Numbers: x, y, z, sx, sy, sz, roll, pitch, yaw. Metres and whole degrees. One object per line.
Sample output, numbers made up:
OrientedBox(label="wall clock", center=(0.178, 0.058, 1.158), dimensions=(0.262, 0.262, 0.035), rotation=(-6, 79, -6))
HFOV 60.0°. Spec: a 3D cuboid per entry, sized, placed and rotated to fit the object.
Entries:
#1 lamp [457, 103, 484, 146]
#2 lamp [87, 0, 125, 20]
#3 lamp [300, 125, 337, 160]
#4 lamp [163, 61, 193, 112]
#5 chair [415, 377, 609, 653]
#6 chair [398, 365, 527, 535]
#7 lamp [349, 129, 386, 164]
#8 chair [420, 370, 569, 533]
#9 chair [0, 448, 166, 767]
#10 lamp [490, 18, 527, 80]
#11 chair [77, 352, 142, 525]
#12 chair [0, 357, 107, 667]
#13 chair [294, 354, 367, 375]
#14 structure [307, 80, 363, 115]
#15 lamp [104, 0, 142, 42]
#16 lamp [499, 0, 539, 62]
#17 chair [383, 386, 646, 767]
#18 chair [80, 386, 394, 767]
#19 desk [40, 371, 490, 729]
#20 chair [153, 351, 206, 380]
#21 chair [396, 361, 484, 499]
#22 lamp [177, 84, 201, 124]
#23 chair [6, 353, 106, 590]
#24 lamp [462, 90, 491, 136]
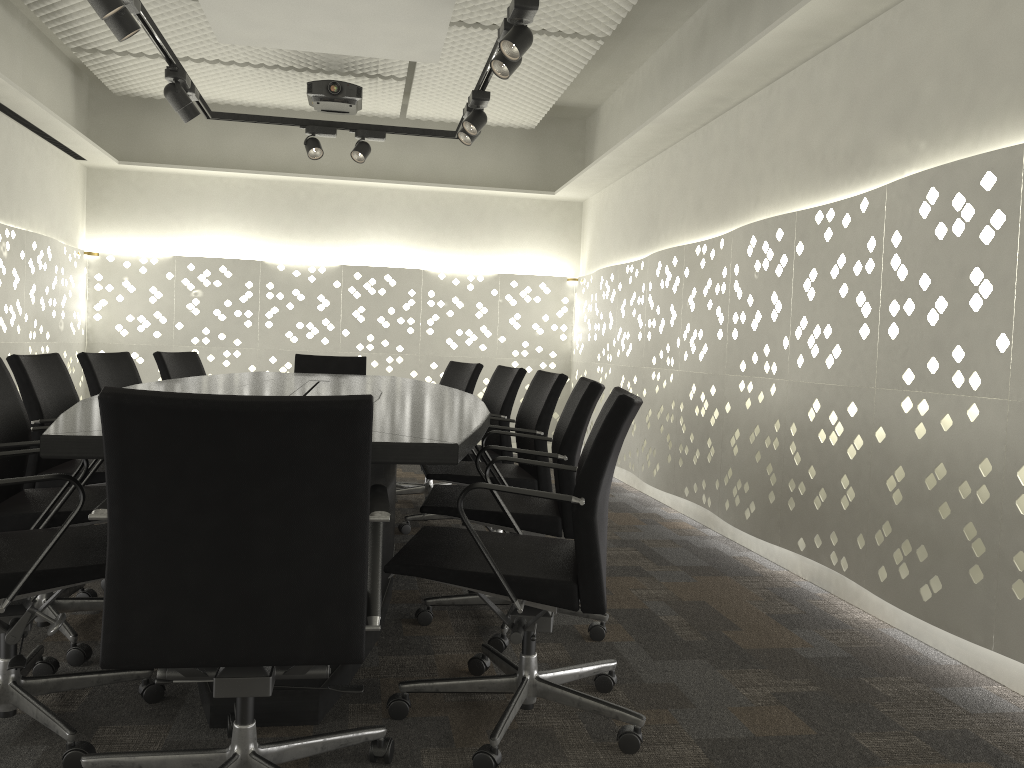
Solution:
OrientedBox(label="lamp", center=(-0.217, -1.343, 4.562), dimensions=(0.126, 0.224, 0.213), rotation=(2, 2, -7))
OrientedBox(label="lamp", center=(-1.354, -1.324, 2.965), dimensions=(0.126, 0.224, 0.213), rotation=(2, 2, -7))
OrientedBox(label="lamp", center=(-1.117, -1.401, 5.103), dimensions=(0.213, 0.224, 0.126), rotation=(2, 2, -7))
OrientedBox(label="lamp", center=(-1.557, -1.381, 4.154), dimensions=(0.126, 0.224, 0.213), rotation=(2, 2, -7))
OrientedBox(label="chair", center=(0.014, 0.354, 2.681), dimensions=(0.579, 0.757, 0.559), rotation=(2, 2, 5))
OrientedBox(label="chair", center=(-0.214, 0.291, 4.004), dimensions=(0.579, 0.757, 0.559), rotation=(2, 2, -10))
OrientedBox(label="lamp", center=(-0.839, -1.393, 5.161), dimensions=(0.214, 0.224, 0.118), rotation=(1, 2, -21))
OrientedBox(label="chair", center=(-0.064, 0.324, 3.351), dimensions=(0.579, 0.757, 0.559), rotation=(2, 2, -5))
OrientedBox(label="chair", center=(-1.035, 0.345, 1.875), dimensions=(0.579, 0.757, 0.559), rotation=(1, 2, -20))
OrientedBox(label="lamp", center=(-0.018, -1.288, 3.399), dimensions=(0.126, 0.224, 0.213), rotation=(2, 2, -7))
OrientedBox(label="chair", center=(-1.515, 0.250, 3.747), dimensions=(0.579, 0.757, 0.559), rotation=(2, 2, 5))
OrientedBox(label="chair", center=(-1.259, 0.313, 2.447), dimensions=(0.579, 0.757, 0.559), rotation=(2, 2, -10))
OrientedBox(label="chair", center=(-1.029, 0.217, 5.029), dimensions=(0.559, 0.757, 0.579), rotation=(2, 2, -5))
OrientedBox(label="structure", center=(-1.081, -1.751, 5.423), dimensions=(0.327, 0.144, 0.371), rotation=(2, 2, -10))
OrientedBox(label="lamp", center=(-1.392, -1.335, 3.185), dimensions=(0.126, 0.224, 0.213), rotation=(2, 2, -7))
OrientedBox(label="lamp", center=(0.019, -1.278, 3.179), dimensions=(0.126, 0.224, 0.213), rotation=(2, 2, -7))
OrientedBox(label="chair", center=(0.024, 0.383, 1.989), dimensions=(0.579, 0.757, 0.559), rotation=(3, 2, 10))
OrientedBox(label="chair", center=(-0.488, 0.378, 1.601), dimensions=(0.559, 0.757, 0.579), rotation=(2, 2, -5))
OrientedBox(label="desk", center=(-0.756, 0.350, 3.272), dimensions=(1.223, 0.658, 3.364), rotation=(2, 2, -10))
OrientedBox(label="chair", center=(-1.502, 0.220, 4.484), dimensions=(0.579, 0.757, 0.559), rotation=(3, 2, 10))
OrientedBox(label="chair", center=(-0.442, 0.256, 4.649), dimensions=(0.579, 0.757, 0.559), rotation=(1, 2, -20))
OrientedBox(label="lamp", center=(-1.595, -1.391, 4.374), dimensions=(0.126, 0.224, 0.213), rotation=(2, 2, -7))
OrientedBox(label="chair", center=(-1.454, 0.278, 3.113), dimensions=(0.579, 0.757, 0.559), rotation=(2, 2, -5))
OrientedBox(label="lamp", center=(-0.179, -1.333, 4.342), dimensions=(0.126, 0.224, 0.213), rotation=(2, 2, -7))
